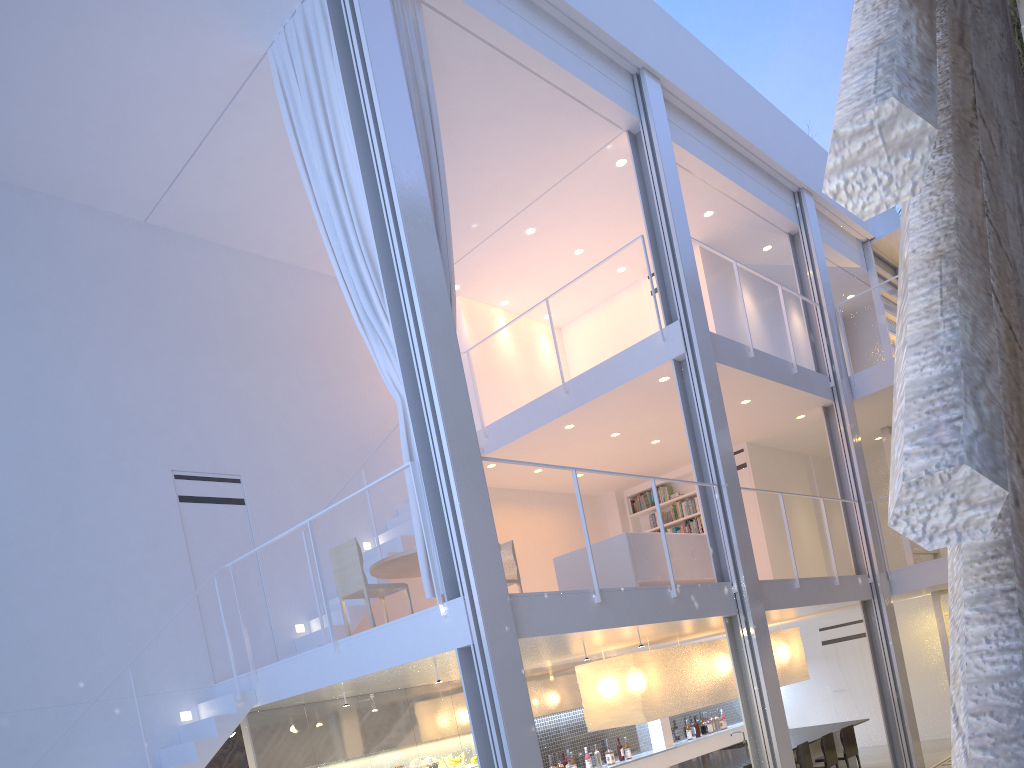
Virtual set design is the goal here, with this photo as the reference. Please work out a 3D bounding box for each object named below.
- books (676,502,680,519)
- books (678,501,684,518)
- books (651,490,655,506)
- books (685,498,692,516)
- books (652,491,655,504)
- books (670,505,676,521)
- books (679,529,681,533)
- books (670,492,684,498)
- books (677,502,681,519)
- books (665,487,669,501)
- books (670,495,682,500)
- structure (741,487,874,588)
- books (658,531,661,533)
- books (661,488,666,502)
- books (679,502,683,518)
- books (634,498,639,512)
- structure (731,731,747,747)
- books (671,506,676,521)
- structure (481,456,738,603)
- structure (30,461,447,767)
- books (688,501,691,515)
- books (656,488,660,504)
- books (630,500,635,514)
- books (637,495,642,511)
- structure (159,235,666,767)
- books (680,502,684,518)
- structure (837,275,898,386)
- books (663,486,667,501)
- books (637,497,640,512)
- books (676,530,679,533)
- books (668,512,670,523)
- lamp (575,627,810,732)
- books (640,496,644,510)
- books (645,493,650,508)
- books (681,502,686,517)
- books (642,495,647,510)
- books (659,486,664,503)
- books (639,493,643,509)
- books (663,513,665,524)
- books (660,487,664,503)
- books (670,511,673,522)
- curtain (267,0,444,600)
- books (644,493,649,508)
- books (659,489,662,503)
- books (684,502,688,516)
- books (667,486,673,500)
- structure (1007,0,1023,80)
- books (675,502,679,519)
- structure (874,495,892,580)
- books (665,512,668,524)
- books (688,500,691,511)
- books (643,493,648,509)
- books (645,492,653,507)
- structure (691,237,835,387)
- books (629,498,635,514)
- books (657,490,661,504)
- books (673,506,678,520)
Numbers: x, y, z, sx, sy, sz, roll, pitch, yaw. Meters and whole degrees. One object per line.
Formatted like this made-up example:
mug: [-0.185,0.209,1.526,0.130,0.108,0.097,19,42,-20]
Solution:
books: [0.152,1.603,5.479,3.510,1.620,0.024,3,-9,-39]
books: [0.154,1.601,5.476,3.513,1.621,0.024,3,-8,-38]
books: [1.162,0.931,6.674,0.028,0.136,0.078,-12,-4,42]
books: [0.153,1.590,5.457,3.555,1.630,0.032,2,-8,-36]
books: [1.175,0.930,6.657,0.016,0.120,0.088,-11,-5,42]
books: [1.302,1.035,6.574,0.016,0.136,0.078,-11,-4,42]
books: [1.362,1.209,6.558,0.022,0.094,0.062,-12,-5,42]
books: [1.311,0.884,6.536,0.063,0.019,0.102,5,-26,-39]
books: [0.146,1.608,5.484,3.516,1.617,0.024,3,-8,-38]
books: [1.259,0.883,6.574,0.007,0.115,0.089,-11,-6,42]
books: [1.316,0.907,6.541,0.063,0.019,0.101,8,-28,-44]
structure: [1.743,0.918,4.818,0.029,0.527,1.708,-11,-14,42]
books: [1.225,1.260,6.673,0.011,0.138,0.085,-11,-4,42]
books: [1.239,0.892,6.591,0.016,0.118,0.092,-11,-6,42]
books: [1.363,0.999,6.505,0.008,0.128,0.094,-11,-5,42]
books: [1.050,1.006,6.792,0.021,0.125,0.069,-12,-4,42]
structure: [1.672,2.631,6.088,0.120,0.117,0.034,-21,-7,41]
books: [0.099,1.604,5.465,3.598,1.572,0.128,4,-9,-39]
structure: [0.484,0.646,3.483,0.029,0.527,1.706,-11,-14,42]
structure: [-1.136,1.289,2.789,1.451,1.699,1.432,-19,-12,41]
books: [1.416,0.980,6.465,0.007,0.114,0.080,-11,-5,42]
books: [1.198,0.908,6.632,0.010,0.134,0.088,-11,-4,42]
books: [1.017,1.022,6.808,0.006,0.118,0.094,-11,-6,42]
books: [1.070,0.982,6.759,0.011,0.138,0.085,-11,-4,42]
structure: [-0.875,0.910,3.445,1.825,3.149,3.650,-16,-12,41]
books: [0.141,1.612,5.477,3.538,1.607,0.026,2,-8,-37]
structure: [2.625,-0.494,5.083,1.223,0.533,0.027,-27,-10,41]
books: [1.248,0.884,6.580,0.016,0.123,0.094,-11,-6,42]
books: [1.065,0.997,6.777,0.021,0.125,0.069,-12,-4,42]
books: [1.347,1.218,6.573,0.022,0.094,0.062,-12,-5,42]
books: [1.277,1.076,6.616,0.042,0.096,0.062,-14,-6,41]
lamp: [1.362,2.033,5.777,0.477,0.400,2.315,-21,-22,39]
books: [1.091,0.980,6.737,0.021,0.118,0.091,-12,-6,42]
books: [1.126,0.950,6.706,0.026,0.138,0.083,-12,-4,42]
books: [0.155,1.582,5.435,3.573,1.573,0.036,3,-9,-38]
books: [1.100,0.970,6.725,0.008,0.123,0.095,-11,-6,42]
books: [1.222,0.891,6.607,0.009,0.139,0.089,-11,-4,42]
books: [1.079,0.974,6.752,0.011,0.146,0.081,-11,-3,42]
books: [1.246,1.094,6.646,0.042,0.096,0.062,-14,-6,41]
books: [1.228,0.892,6.599,0.008,0.128,0.094,-11,-5,42]
books: [1.291,1.067,6.600,0.042,0.096,0.062,-14,-6,41]
curtain: [-0.563,-0.309,3.089,0.537,2.312,0.095,-12,0,39]
books: [1.120,0.954,6.712,0.026,0.138,0.083,-12,-4,42]
books: [1.217,0.902,6.611,0.005,0.123,0.094,-11,-6,42]
books: [0.156,1.566,5.442,3.560,1.543,0.030,3,-8,-37]
books: [1.269,0.878,6.576,0.007,0.123,0.071,-11,-4,42]
structure: [1.709,-1.259,2.702,0.774,2.587,2.367,-12,-9,33]
books: [1.335,1.009,6.539,0.011,0.146,0.081,-11,-3,42]
structure: [2.495,1.283,4.384,1.246,1.860,1.970,-16,-12,35]
books: [1.260,1.085,6.629,0.042,0.096,0.062,-14,-6,41]
books: [0.165,1.598,5.453,3.530,1.608,0.024,2,-8,-36]
books: [1.113,0.958,6.719,0.026,0.138,0.083,-12,-4,42]
books: [1.133,0.947,6.700,0.026,0.138,0.083,-12,-4,42]
structure: [1.484,-0.376,4.807,0.029,0.527,1.708,-11,-14,42]
books: [1.009,1.019,6.817,0.016,0.136,0.088,-11,-4,42]
books: [1.212,0.912,6.623,0.019,0.115,0.084,-11,-6,42]
books: [0.130,1.627,5.498,3.518,1.598,0.032,3,-9,-38]
